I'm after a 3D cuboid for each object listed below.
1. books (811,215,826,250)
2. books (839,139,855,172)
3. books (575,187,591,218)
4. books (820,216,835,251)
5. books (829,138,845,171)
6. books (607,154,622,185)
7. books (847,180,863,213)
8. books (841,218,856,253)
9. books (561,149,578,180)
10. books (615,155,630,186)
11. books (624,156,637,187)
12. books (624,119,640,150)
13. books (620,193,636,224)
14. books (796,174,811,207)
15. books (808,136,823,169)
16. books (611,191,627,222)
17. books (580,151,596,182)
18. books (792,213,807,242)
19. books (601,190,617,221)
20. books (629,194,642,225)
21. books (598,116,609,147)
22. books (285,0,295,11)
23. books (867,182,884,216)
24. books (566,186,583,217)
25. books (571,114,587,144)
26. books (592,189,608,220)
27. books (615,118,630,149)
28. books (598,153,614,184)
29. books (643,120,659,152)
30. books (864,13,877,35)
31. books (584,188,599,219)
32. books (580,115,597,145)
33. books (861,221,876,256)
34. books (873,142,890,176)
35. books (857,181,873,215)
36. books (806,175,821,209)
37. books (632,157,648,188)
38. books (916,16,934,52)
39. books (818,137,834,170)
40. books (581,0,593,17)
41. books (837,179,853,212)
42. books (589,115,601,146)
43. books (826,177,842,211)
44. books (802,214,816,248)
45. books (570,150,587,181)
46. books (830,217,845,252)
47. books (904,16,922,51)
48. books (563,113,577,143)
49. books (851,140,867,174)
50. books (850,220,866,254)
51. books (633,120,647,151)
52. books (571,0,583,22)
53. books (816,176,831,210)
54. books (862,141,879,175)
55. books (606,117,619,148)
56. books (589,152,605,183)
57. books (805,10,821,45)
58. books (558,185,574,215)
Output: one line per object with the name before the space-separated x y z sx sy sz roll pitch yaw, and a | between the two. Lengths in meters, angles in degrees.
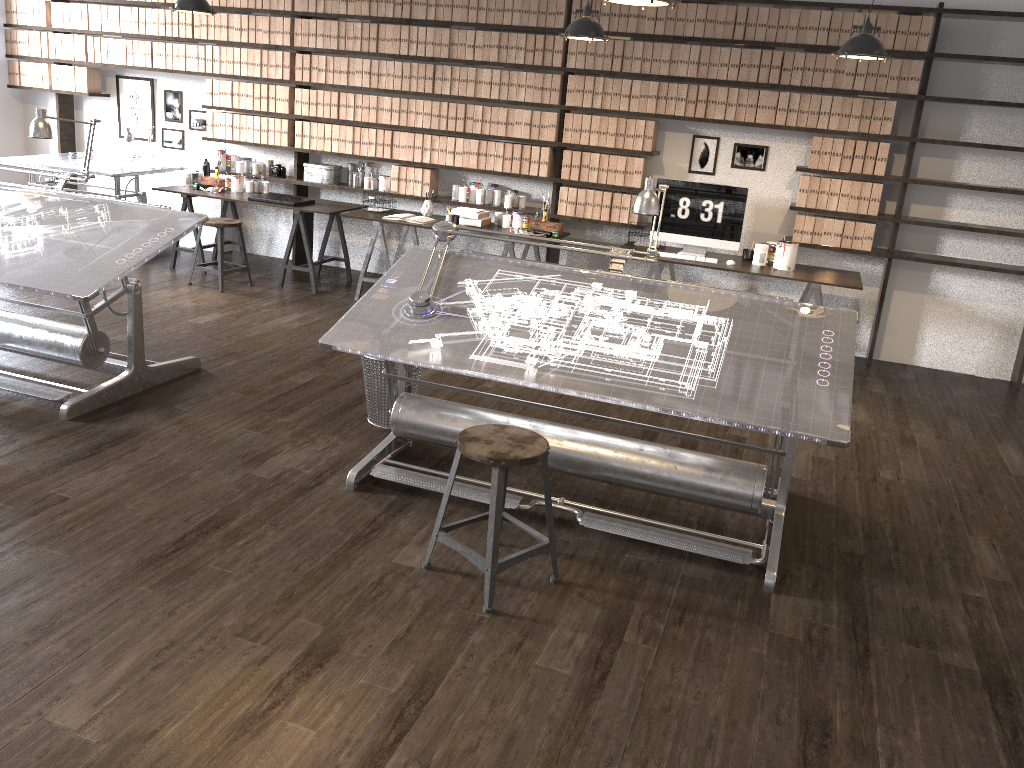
books | 2.205 -1.093 6.374 0.067 0.222 0.176 10 17 17
books | 2.347 -1.598 6.200 0.067 0.222 0.176 10 17 17
books | 0.557 -1.408 6.889 0.067 0.223 0.176 10 17 17
books | 2.263 -1.081 6.354 0.067 0.222 0.176 10 17 17
books | 2.279 -1.610 6.217 0.067 0.222 0.176 10 17 17
books | 0.786 -1.633 6.758 0.067 0.222 0.176 10 17 17
books | 2.414 -1.318 6.238 0.067 0.223 0.176 10 17 17
books | 2.393 -1.057 6.315 0.067 0.222 0.176 10 17 17
books | 0.446 -1.699 6.865 0.067 0.222 0.176 10 17 17
books | 0.847 -1.619 6.732 0.067 0.223 0.176 10 17 17
books | 0.912 -1.609 6.717 0.067 0.222 0.176 10 17 17
books | 0.905 -1.875 6.655 0.067 0.222 0.176 10 17 17
books | 0.886 -1.346 6.787 0.067 0.222 0.176 10 17 17
books | 2.086 -1.381 6.342 0.067 0.223 0.176 10 17 17
books | 2.147 -1.636 6.263 0.067 0.222 0.176 10 17 17
books | 0.821 -1.360 6.813 0.067 0.222 0.176 10 17 17
books | 0.586 -1.672 6.821 0.067 0.222 0.176 10 17 17
books | 2.079 -1.117 6.415 0.067 0.222 0.176 10 17 17
books | 0.748 -1.372 6.830 0.067 0.223 0.176 10 17 17
books | 0.954 -1.334 6.770 0.067 0.222 0.176 10 17 17
books | 0.712 -1.912 6.715 0.067 0.222 0.176 10 17 17
books | -1.796 -3.186 7.305 0.067 0.222 0.176 10 17 17
books | 2.541 -1.295 6.203 0.067 0.222 0.176 10 17 17
books | 0.489 -1.421 6.910 0.067 0.222 0.176 10 17 17
books | 0.518 -1.950 6.776 0.067 0.222 0.176 10 17 17
books | 0.680 -1.387 6.857 0.067 0.222 0.176 10 17 17
books | 0.838 -1.888 6.676 0.067 0.222 0.176 10 17 17
books | 0.719 -1.646 6.779 0.067 0.222 0.176 10 17 17
books | 1.039 -1.850 6.613 0.067 0.222 0.176 10 17 17
books | 2.405 -2.378 5.981 0.067 0.222 0.176 10 17 17
books | 0.618 -1.398 6.874 0.067 0.222 0.176 10 17 17
books | 0.583 -1.936 6.752 0.067 0.223 0.176 10 17 17
books | 2.518 -1.031 6.271 0.067 0.223 0.176 10 17 17
books | 2.558 -1.557 6.131 0.067 0.222 0.176 10 17 17
books | 2.475 -1.308 6.223 0.067 0.222 0.176 10 17 17
books | 2.154 -1.370 6.325 0.067 0.222 0.176 10 17 17
books | 0.970 -1.597 6.696 0.067 0.222 0.176 10 17 17
books | 2.735 -2.315 5.880 0.067 0.222 0.176 10 17 17
books | 2.214 -1.623 6.242 0.067 0.222 0.176 10 17 17
books | 0.567 -2.732 6.562 0.067 0.223 0.176 10 17 17
books | 2.351 -1.330 6.257 0.067 0.222 0.176 10 17 17
books | 0.652 -1.923 6.732 0.067 0.222 0.176 10 17 17
books | 2.284 -1.344 6.282 0.067 0.222 0.176 10 17 17
books | 2.141 -1.103 6.390 0.067 0.223 0.176 10 17 17
books | 0.513 -1.684 6.838 0.067 0.223 0.176 10 17 17
books | 2.325 -1.068 6.333 0.067 0.223 0.176 10 17 17
books | 2.670 -2.329 5.904 0.067 0.222 0.176 10 17 17
books | 0.453 -1.963 6.798 0.067 0.222 0.176 10 17 17
books | 2.416 -1.583 6.173 0.067 0.223 0.176 10 17 17
books | 2.459 -1.045 6.297 0.067 0.222 0.176 10 17 17
books | 0.970 -1.861 6.630 0.067 0.222 0.176 10 17 17
books | 0.499 -2.747 6.589 0.067 0.222 0.176 10 17 17
books | 2.220 -1.358 6.306 0.067 0.222 0.176 10 17 17
books | 2.488 -1.571 6.156 0.067 0.222 0.176 10 17 17
books | 0.773 -1.899 6.691 0.067 0.223 0.176 10 17 17
books | 0.651 -1.658 6.796 0.067 0.222 0.176 10 17 17
books | 2.072 -2.443 6.089 0.067 0.222 0.176 10 17 17
books | 0.422 -1.435 6.935 0.067 0.222 0.176 10 17 17
